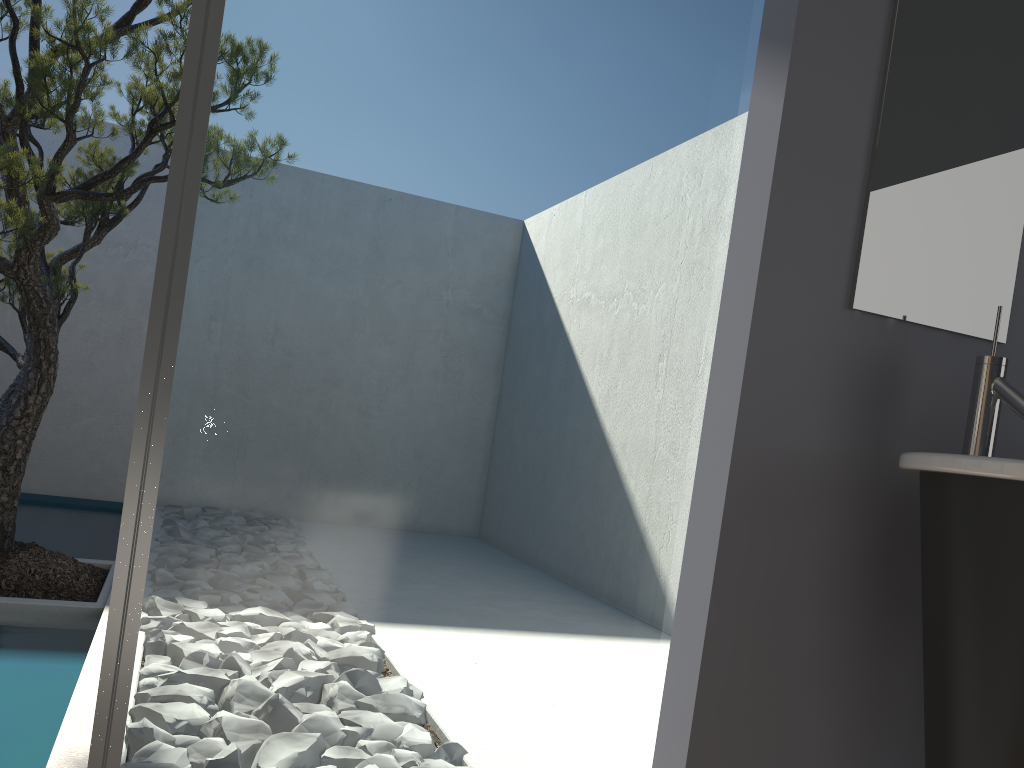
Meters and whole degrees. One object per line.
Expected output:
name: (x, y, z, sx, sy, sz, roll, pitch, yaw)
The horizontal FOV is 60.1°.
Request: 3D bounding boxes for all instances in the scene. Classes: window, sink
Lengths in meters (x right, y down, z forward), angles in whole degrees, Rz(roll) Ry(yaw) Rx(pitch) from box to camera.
window: (0.438, -0.431, 1.556, 1.891, 3.003, 0.021, 8, 1, -20)
sink: (0.826, 0.489, 1.206, 0.650, 1.250, 0.643, 8, 0, -39)

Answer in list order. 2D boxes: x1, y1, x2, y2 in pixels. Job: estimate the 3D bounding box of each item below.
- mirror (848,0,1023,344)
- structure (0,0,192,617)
mirror: (0.828, -0.729, 1.552, 0.355, 1.270, 0.012, 8, 1, -20)
structure: (-2.279, -0.692, 3.520, 2.598, 3.470, 2.510, 8, -1, -27)
